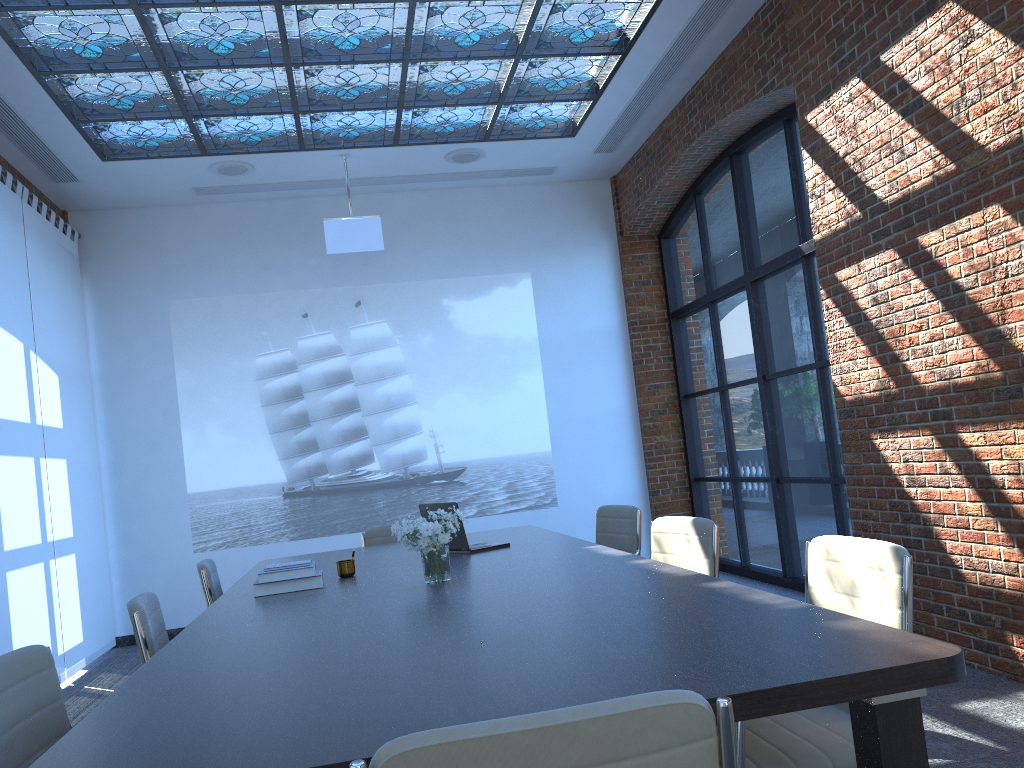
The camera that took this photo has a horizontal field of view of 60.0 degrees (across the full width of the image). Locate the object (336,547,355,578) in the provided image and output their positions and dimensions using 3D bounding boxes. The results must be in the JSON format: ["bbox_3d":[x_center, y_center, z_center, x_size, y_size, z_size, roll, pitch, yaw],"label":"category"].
[{"bbox_3d":[-0.799,0.855,4.254,0.091,0.142,0.092,-5,-4,-33],"label":"object"}]

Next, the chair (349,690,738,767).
[{"bbox_3d":[0.046,0.954,1.551,0.559,0.921,0.708,-6,-3,-10],"label":"chair"}]

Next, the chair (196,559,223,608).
[{"bbox_3d":[-1.320,1.391,4.886,0.705,0.921,0.562,-6,-3,-15],"label":"chair"}]

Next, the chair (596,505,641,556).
[{"bbox_3d":[0.416,1.222,5.288,0.705,0.921,0.562,-5,-3,-22],"label":"chair"}]

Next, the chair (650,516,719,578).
[{"bbox_3d":[0.555,1.094,3.948,0.705,0.921,0.562,-5,-3,-22],"label":"chair"}]

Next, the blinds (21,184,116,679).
[{"bbox_3d":[-3.642,0.405,7.336,0.039,3.750,1.362,-6,-3,-10],"label":"blinds"}]

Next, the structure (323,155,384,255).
[{"bbox_3d":[-1.366,-1.504,7.477,0.467,0.893,0.392,-6,-3,-10],"label":"structure"}]

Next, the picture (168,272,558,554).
[{"bbox_3d":[-1.374,0.222,8.519,3.459,2.356,0.024,-6,-3,-10],"label":"picture"}]

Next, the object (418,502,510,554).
[{"bbox_3d":[-0.263,0.774,4.868,0.322,0.282,0.391,-4,-5,-37],"label":"object"}]

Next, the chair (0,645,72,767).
[{"bbox_3d":[-0.972,1.137,2.319,0.706,0.921,0.561,-6,-3,-7],"label":"chair"}]

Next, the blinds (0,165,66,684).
[{"bbox_3d":[-3.409,0.267,6.002,0.039,3.750,1.322,-6,-3,-10],"label":"blinds"}]

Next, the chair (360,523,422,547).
[{"bbox_3d":[-0.623,1.392,5.877,0.559,0.921,0.709,-5,-4,-22],"label":"chair"}]

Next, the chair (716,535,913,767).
[{"bbox_3d":[0.790,0.954,2.602,0.706,0.921,0.561,-6,-3,-10],"label":"chair"}]

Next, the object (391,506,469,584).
[{"bbox_3d":[-0.340,0.670,3.689,0.329,0.309,0.337,-7,-4,0],"label":"object"}]

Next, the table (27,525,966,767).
[{"bbox_3d":[-0.323,1.237,3.742,1.808,0.808,4.518,-6,-5,-10],"label":"table"}]

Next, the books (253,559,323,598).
[{"bbox_3d":[-1.009,0.873,4.006,0.294,0.114,0.255,-6,-4,-12],"label":"books"}]

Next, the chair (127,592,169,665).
[{"bbox_3d":[-1.070,1.243,3.460,0.705,0.921,0.562,-6,-3,-17],"label":"chair"}]
